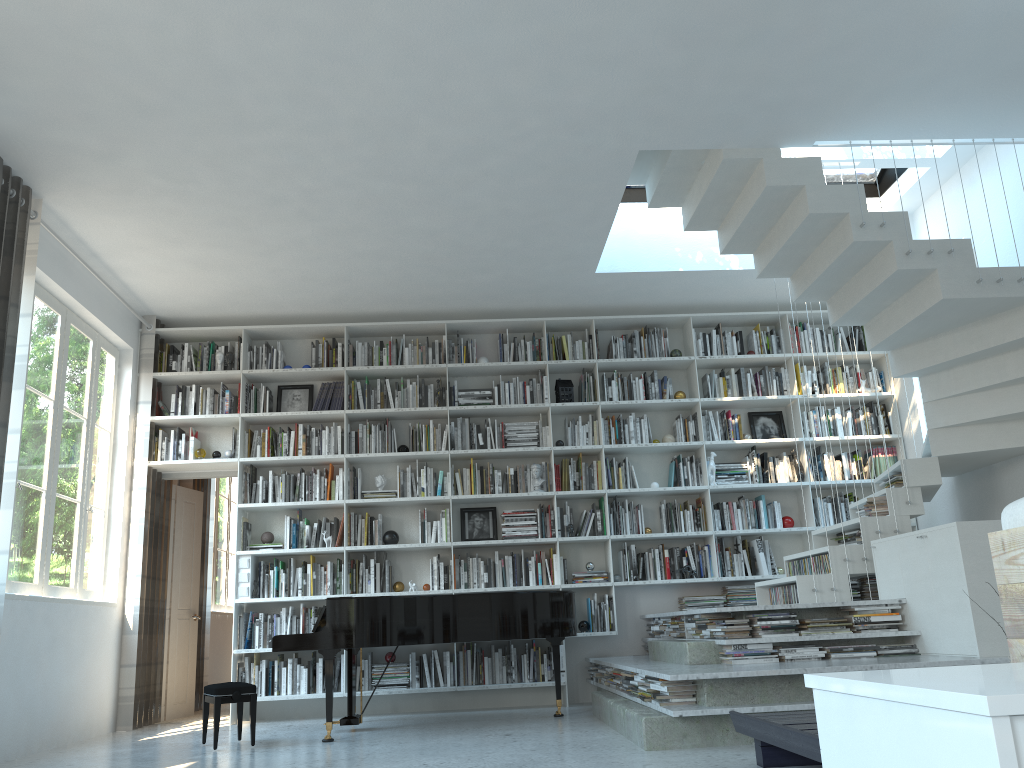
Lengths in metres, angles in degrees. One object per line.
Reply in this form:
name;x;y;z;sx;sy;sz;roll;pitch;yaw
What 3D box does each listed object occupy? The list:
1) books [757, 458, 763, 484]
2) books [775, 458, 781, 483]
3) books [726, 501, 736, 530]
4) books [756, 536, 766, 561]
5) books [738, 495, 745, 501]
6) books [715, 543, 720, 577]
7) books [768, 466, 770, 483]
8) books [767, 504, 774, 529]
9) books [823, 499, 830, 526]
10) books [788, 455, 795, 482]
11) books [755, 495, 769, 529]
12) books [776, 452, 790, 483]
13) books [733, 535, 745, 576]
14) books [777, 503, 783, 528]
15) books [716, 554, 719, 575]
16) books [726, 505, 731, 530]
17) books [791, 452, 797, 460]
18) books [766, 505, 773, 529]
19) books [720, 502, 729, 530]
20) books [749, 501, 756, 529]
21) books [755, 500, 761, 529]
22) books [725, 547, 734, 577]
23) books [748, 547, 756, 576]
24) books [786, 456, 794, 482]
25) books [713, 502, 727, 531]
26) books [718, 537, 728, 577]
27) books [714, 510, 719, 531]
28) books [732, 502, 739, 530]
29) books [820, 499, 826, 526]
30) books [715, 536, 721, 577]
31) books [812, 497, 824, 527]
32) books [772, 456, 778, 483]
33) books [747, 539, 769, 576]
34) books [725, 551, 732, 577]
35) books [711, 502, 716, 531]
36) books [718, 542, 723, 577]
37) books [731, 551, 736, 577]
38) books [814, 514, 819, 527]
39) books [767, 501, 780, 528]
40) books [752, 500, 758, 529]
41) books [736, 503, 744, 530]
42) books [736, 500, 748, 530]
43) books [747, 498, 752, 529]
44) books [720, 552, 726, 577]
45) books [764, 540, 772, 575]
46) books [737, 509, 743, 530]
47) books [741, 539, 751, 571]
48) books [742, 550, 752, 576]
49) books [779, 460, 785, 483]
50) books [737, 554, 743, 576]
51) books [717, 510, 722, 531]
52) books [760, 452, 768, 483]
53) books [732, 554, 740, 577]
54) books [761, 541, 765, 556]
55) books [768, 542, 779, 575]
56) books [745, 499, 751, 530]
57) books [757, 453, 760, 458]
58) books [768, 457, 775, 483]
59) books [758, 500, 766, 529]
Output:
books;2.060;0.752;7.464;0.030;0.236;0.179;-2;-15;-3
books;2.232;0.755;7.501;0.028;0.234;0.129;-2;-15;-3
books;1.801;1.109;7.349;0.045;0.245;0.186;-2;-15;-3
books;2.061;1.423;7.310;0.012;0.325;0.136;-2;-15;-3
books;1.921;1.082;7.375;0.013;0.298;0.148;-2;-15;-3
books;1.661;1.453;7.274;0.012;0.285;0.158;-2;-15;-3
books;2.149;0.738;7.505;0.010;0.277;0.129;-2;-15;-3
books;2.148;1.117;7.388;0.037;0.218;0.140;-2;-15;-3
books;2.600;1.089;7.410;0.022;0.241;0.152;-2;-15;-3
books;2.346;0.738;7.496;0.024;0.254;0.145;-2;-15;-3
books;2.076;1.079;7.374;0.026;0.289;0.181;-2;-15;-3
books;2.283;0.728;7.478;0.021;0.270;0.192;-2;-15;-3
books;1.865;1.421;7.282;0.014;0.332;0.169;-2;-15;-3
books;2.204;1.111;7.385;0.027;0.222;0.170;-2;-15;-3
books;1.645;1.485;7.243;0.027;0.207;0.164;-2;-15;-3
books;1.775;1.122;7.350;0.011;0.222;0.163;-2;-15;-3
books;2.420;0.726;7.519;0.029;0.283;0.139;-2;-15;-3
books;2.116;1.122;7.369;0.030;0.200;0.190;-2;-15;-3
books;1.757;1.114;7.364;0.024;0.246;0.144;-2;-15;-3
books;1.976;1.108;7.378;0.026;0.246;0.166;-2;-15;-3
books;2.034;1.104;7.388;0.012;0.253;0.161;-2;-15;-3
books;1.773;1.466;7.262;0.015;0.243;0.157;-2;-15;-3
books;1.951;1.464;7.278;0.031;0.239;0.172;-2;-15;-3
books;2.314;0.742;7.478;0.041;0.238;0.177;-2;-15;-3
books;1.722;1.114;7.351;0.047;0.243;0.178;-2;-15;-3
books;1.734;1.433;7.292;0.013;0.326;0.131;-2;-15;-3
books;1.674;1.145;7.346;0.023;0.186;0.160;-2;-15;-3
books;1.836;1.115;7.366;0.026;0.238;0.177;-2;-15;-3
books;2.571;1.092;7.406;0.037;0.235;0.153;-2;-15;-3
books;1.674;1.426;7.276;0.014;0.336;0.132;-2;-15;-3
books;2.541;1.083;7.399;0.024;0.251;0.176;-2;-15;-3
books;2.202;0.749;7.502;0.031;0.249;0.133;-2;-15;-3
books;2.005;1.426;7.247;0.075;0.290;0.256;-2;-15;-3
books;1.755;1.484;7.268;0.023;0.213;0.164;-2;-15;-3
books;1.655;1.116;7.364;0.012;0.253;0.161;-2;-15;-3
books;1.689;1.451;7.274;0.015;0.286;0.138;-2;-15;-3
books;1.793;1.485;7.270;0.025;0.209;0.137;-2;-15;-3
books;2.485;1.078;7.413;0.085;0.277;0.160;-2;-15;-3
books;2.179;1.105;7.383;0.025;0.235;0.182;-2;-15;-3
books;1.997;1.100;7.360;0.014;0.248;0.177;-2;-15;-3
books;1.882;1.118;7.365;0.012;0.229;0.179;-2;-15;-3
books;1.903;1.098;7.347;0.028;0.254;0.192;-2;-15;-3
books;1.956;1.095;7.377;0.011;0.271;0.152;-2;-15;-3
books;1.714;1.489;7.277;0.033;0.212;0.140;-2;-15;-3
books;2.081;1.435;7.285;0.025;0.286;0.160;-2;-15;-3
books;1.864;1.139;7.348;0.027;0.181;0.186;-2;-15;-3
books;1.928;1.438;7.302;0.010;0.303;0.132;-2;-15;-3
books;1.901;1.475;7.268;0.052;0.216;0.185;-2;-15;-3
books;2.260;0.763;7.493;0.025;0.212;0.156;-2;-15;-3
books;1.849;1.493;7.264;0.024;0.184;0.149;-2;-15;-3
books;1.696;1.145;7.345;0.022;0.183;0.163;-2;-15;-3
books;2.116;0.730;7.478;0.059;0.281;0.168;-2;-15;-3
books;1.822;1.495;7.270;0.030;0.187;0.140;-2;-15;-3
books;2.050;1.441;7.298;0.012;0.284;0.160;-2;-15;-3
books;2.125;1.442;7.295;0.062;0.273;0.148;-2;-15;-3
books;1.935;1.095;7.355;0.012;0.261;0.187;-2;-15;-3
books;2.079;0.735;7.488;0.013;0.279;0.131;-2;-15;-3
books;2.172;0.749;7.481;0.031;0.241;0.147;-2;-15;-3
books;2.053;1.101;7.363;0.023;0.243;0.190;-2;-15;-3
